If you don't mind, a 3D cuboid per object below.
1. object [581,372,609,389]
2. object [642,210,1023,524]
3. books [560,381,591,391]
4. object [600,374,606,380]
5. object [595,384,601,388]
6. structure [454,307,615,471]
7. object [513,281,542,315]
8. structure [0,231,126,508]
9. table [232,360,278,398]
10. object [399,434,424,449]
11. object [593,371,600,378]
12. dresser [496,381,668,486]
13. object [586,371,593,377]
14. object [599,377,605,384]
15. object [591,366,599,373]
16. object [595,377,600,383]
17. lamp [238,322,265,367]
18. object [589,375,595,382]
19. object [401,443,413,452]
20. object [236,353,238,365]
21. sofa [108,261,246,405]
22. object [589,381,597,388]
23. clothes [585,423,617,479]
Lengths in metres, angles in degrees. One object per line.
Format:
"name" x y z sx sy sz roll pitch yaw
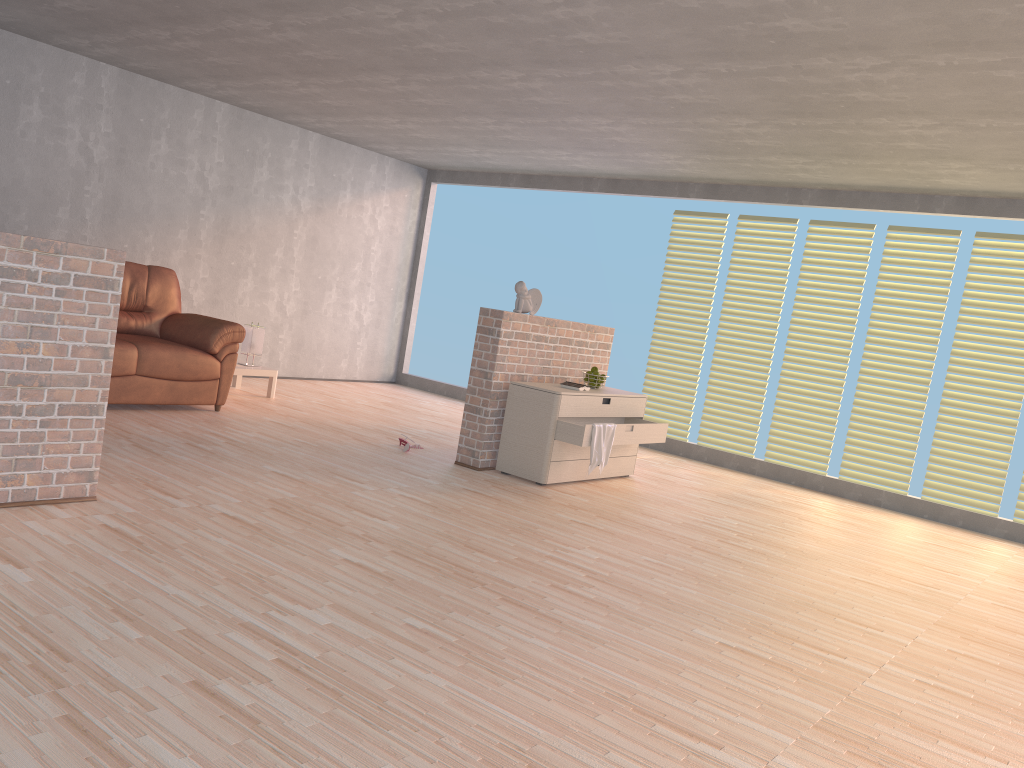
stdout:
"object" 0.585 -0.019 6.318 0.202 0.104 0.202 12 6 30
"object" 3.056 -0.185 7.028 4.372 2.114 0.044 13 6 36
"books" 0.432 0.014 6.024 0.146 0.040 0.209 12 5 27
"object" 0.650 -0.046 6.333 0.047 0.047 0.046 8 5 -16
"object" 0.611 0.006 6.333 0.048 0.048 0.046 12 5 25
"structure" 0.206 0.051 6.376 0.211 1.057 1.422 13 6 36
"object" 0.092 -0.584 6.025 0.131 0.218 0.216 13 6 36
"structure" -2.177 -0.066 3.200 0.211 1.057 1.422 13 6 36
"table" -2.373 -0.052 7.487 0.548 0.241 0.548 13 6 36
"object" -0.709 0.406 6.274 0.188 0.085 0.069 8 5 -14
"object" 0.593 -0.067 6.253 0.046 0.045 0.046 13 6 36
"dresser" 0.680 0.361 6.315 0.605 0.612 1.686 13 6 36
"object" 0.548 -0.067 6.301 0.049 0.053 0.054 7 5 -23
"object" 0.632 -0.029 6.294 0.057 0.057 0.057 8 5 -20
"object" 0.588 -0.097 6.311 0.054 0.056 0.054 13 6 36
"object" 0.606 -0.029 6.262 0.038 0.040 0.039 4 7 -45
"lamp" -2.209 -0.340 7.550 0.140 0.376 0.140 13 6 36
"object" 0.563 -0.039 6.263 0.046 0.044 0.046 12 6 32
"object" -0.712 0.432 6.093 0.078 0.066 0.192 8 5 -17
"object" -2.333 -0.231 7.365 0.099 0.147 0.102 7 5 -25
"sofa" -2.969 -0.404 5.881 0.981 0.923 2.202 13 6 36
"object" 0.575 -0.001 6.291 0.060 0.055 0.059 9 5 -8
"clothes" 0.554 0.431 5.684 0.097 0.369 0.325 13 6 37
